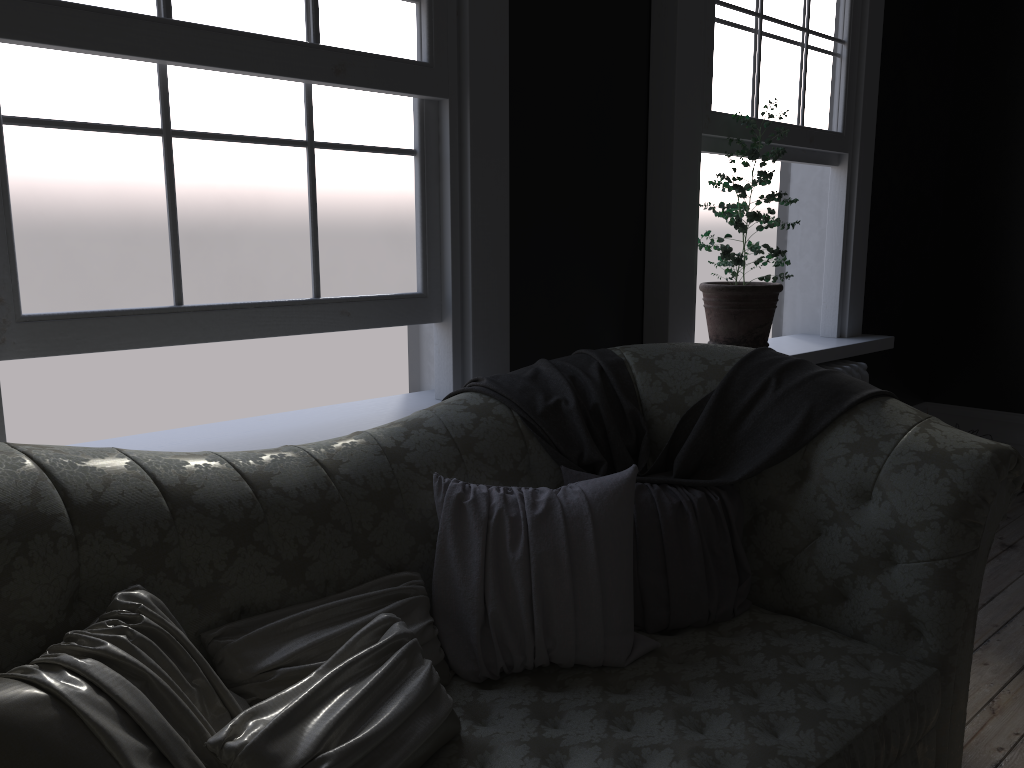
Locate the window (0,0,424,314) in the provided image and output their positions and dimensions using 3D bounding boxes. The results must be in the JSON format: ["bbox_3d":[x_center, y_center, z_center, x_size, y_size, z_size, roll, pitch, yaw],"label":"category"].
[{"bbox_3d":[-0.730,-1.030,2.375,1.261,1.677,0.056,-10,14,-43],"label":"window"}]

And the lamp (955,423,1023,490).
[{"bbox_3d":[3.182,-0.291,5.225,0.437,1.785,1.712,-1,10,-6],"label":"lamp"}]

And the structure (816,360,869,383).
[{"bbox_3d":[1.424,0.347,4.429,1.139,0.851,0.275,-9,14,-43],"label":"structure"}]

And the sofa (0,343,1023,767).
[{"bbox_3d":[-0.158,0.593,2.005,2.808,1.165,1.603,-9,13,-42],"label":"sofa"}]

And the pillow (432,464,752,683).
[{"bbox_3d":[0.248,0.431,2.304,0.962,0.463,0.404,-7,12,-36],"label":"pillow"}]

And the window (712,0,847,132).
[{"bbox_3d":[1.267,-1.670,4.207,1.261,1.020,0.056,-9,14,-43],"label":"window"}]

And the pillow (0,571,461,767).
[{"bbox_3d":[-0.457,0.569,1.610,1.103,0.417,0.528,-9,13,-43],"label":"pillow"}]

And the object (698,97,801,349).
[{"bbox_3d":[1.062,-0.675,3.980,0.474,1.138,0.503,-1,10,-4],"label":"object"}]

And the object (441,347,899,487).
[{"bbox_3d":[0.464,0.187,2.680,1.367,0.587,0.515,1,10,5],"label":"object"}]
